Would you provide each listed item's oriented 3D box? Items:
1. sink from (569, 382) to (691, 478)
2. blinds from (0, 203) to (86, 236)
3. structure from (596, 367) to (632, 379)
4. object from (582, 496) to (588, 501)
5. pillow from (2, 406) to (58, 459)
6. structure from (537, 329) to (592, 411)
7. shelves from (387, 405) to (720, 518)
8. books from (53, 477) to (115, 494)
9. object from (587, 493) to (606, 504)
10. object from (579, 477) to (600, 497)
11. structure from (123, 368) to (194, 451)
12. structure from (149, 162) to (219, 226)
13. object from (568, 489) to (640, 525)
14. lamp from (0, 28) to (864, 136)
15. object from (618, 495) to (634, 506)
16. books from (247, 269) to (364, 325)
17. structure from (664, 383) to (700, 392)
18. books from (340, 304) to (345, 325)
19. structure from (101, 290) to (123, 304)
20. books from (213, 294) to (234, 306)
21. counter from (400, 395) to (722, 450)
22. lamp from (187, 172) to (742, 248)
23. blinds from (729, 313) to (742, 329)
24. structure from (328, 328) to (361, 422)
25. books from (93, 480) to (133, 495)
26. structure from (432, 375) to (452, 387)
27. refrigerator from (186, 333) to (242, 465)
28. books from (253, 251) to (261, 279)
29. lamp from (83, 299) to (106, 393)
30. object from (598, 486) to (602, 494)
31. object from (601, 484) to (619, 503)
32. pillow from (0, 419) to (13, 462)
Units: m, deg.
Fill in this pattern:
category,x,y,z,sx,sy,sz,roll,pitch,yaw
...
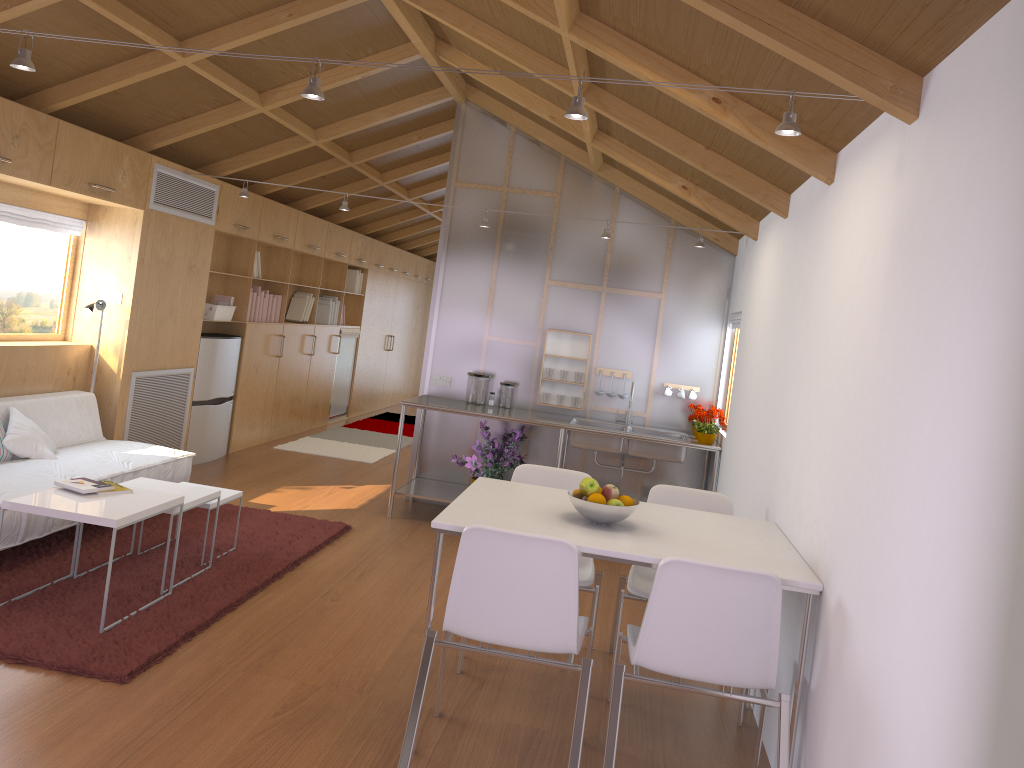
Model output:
category,x,y,z,sx,sy,sz,roll,pitch,yaw
sink,0.799,0.307,6.013,0.811,0.640,0.563,8,2,8
blinds,-2.866,-0.964,4.975,0.047,0.111,1.498,7,4,7
structure,0.728,-0.079,6.320,0.251,0.051,0.016,8,0,8
object,0.283,0.422,3.105,0.080,0.089,0.078,6,2,-33
pillow,-2.549,0.267,4.697,0.266,0.252,0.347,6,3,-29
structure,0.378,-0.104,6.337,0.328,0.545,0.076,8,0,8
shelves,0.284,0.642,6.048,2.095,0.753,0.632,8,1,8
books,-1.826,0.432,3.773,0.194,0.016,0.152,9,4,27
object,0.290,0.409,3.034,0.067,0.067,0.068,7,2,-17
object,0.269,0.360,3.078,0.070,0.069,0.077,8,2,8
structure,-2.470,0.257,6.172,0.013,0.721,0.819,7,2,7
structure,-2.270,-1.307,6.158,0.013,0.300,0.903,7,4,7
object,0.315,0.442,3.095,0.254,0.090,0.256,4,5,-40
lamp,-0.796,-0.973,2.708,3.833,0.153,0.072,8,0,8
object,0.395,0.425,3.099,0.067,0.066,0.068,6,2,-38
books,-2.075,-0.946,8.986,0.189,0.657,3.110,7,4,7
structure,1.200,0.025,6.242,0.251,0.032,0.041,8,2,8
books,-1.976,-0.819,9.948,0.176,0.296,0.279,8,2,7
structure,-2.574,-0.558,5.681,0.142,0.071,0.011,8,0,8
books,-2.346,-0.621,7.147,0.150,0.192,0.088,8,0,8
counter,0.335,0.251,6.050,2.112,0.021,0.650,8,4,8
lamp,-0.374,-1.144,5.872,3.833,0.153,0.072,8,0,8
blinds,1.494,-0.417,5.838,0.047,0.111,0.725,7,4,7
structure,-2.054,-0.132,10.164,0.316,1.079,0.725,7,1,7
books,-1.768,0.451,3.835,0.194,0.016,0.152,10,5,37
structure,-0.518,-0.022,6.489,0.142,0.071,0.011,8,0,8
refrigerator,-2.437,0.100,7.028,0.262,0.987,0.713,7,1,7
books,-2.249,-1.060,7.546,0.176,0.296,0.279,8,2,7
lamp,-2.640,0.065,5.539,0.182,1.197,0.255,8,0,-17
object,0.291,0.392,3.171,0.067,0.067,0.068,7,2,-17
object,0.342,0.384,3.090,0.061,0.067,0.063,6,2,-44
pillow,-2.708,0.291,4.089,0.171,0.251,1.042,8,4,7
